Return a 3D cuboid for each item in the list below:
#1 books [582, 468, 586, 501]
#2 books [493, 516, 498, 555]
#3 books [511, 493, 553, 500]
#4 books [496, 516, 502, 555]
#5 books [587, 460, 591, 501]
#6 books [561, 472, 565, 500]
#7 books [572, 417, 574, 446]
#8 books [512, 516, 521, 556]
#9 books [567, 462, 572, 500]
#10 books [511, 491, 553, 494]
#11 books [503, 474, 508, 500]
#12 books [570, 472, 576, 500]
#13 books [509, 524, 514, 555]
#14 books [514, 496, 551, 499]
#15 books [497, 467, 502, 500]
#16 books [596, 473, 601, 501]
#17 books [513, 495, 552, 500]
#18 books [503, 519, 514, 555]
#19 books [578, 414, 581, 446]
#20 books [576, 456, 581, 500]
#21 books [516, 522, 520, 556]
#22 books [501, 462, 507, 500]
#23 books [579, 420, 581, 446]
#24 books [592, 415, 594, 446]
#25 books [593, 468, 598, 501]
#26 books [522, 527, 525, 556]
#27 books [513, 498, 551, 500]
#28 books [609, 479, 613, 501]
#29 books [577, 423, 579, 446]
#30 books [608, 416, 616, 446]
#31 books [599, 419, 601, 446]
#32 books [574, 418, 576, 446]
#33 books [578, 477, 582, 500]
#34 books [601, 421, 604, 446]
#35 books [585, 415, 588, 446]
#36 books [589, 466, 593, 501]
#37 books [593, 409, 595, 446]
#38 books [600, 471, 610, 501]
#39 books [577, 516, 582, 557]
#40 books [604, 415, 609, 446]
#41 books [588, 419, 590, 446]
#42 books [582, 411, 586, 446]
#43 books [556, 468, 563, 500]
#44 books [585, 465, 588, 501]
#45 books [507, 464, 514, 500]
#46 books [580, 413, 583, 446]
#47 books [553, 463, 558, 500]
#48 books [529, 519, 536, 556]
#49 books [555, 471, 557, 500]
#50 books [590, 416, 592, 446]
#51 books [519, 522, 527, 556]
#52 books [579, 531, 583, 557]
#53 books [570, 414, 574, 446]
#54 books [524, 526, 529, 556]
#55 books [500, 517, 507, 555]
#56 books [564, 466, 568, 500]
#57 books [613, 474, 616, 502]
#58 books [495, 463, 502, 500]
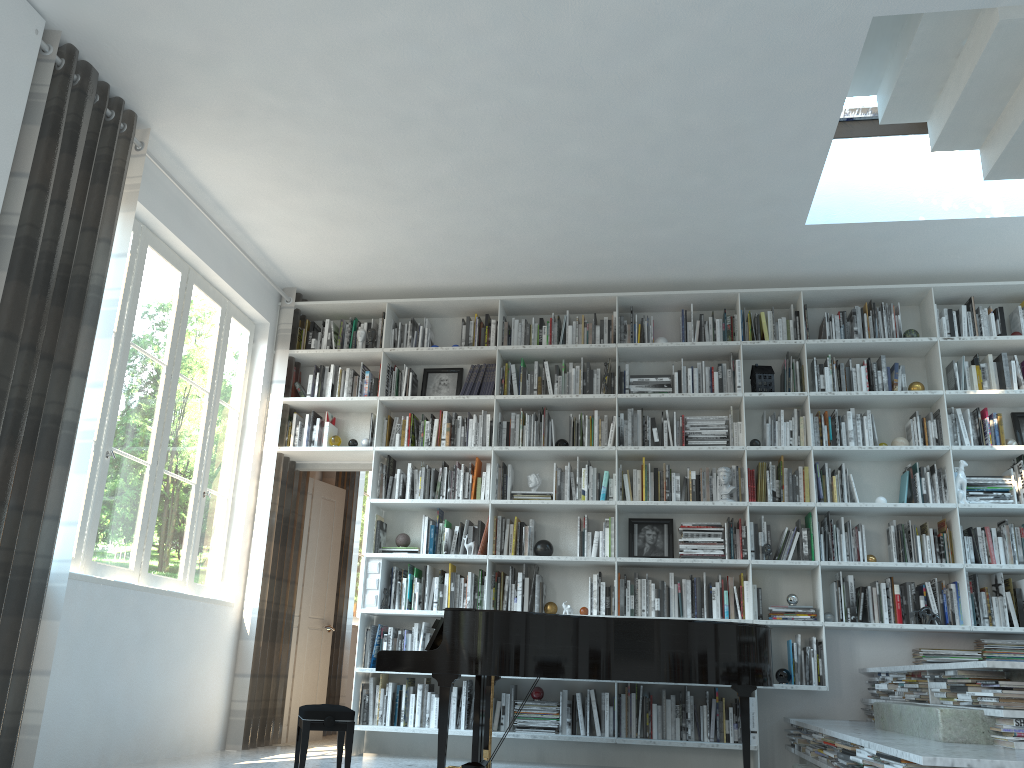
[{"bbox_3d":[0.498,0.716,6.076,0.028,0.246,0.170,-1,-18,9],"label":"books"},{"bbox_3d":[-0.107,1.059,6.081,0.012,0.284,0.160,-1,-18,9],"label":"books"},{"bbox_3d":[0.145,0.777,6.126,0.285,0.012,0.160,-1,-19,11],"label":"books"},{"bbox_3d":[-0.079,1.056,6.067,0.025,0.283,0.146,-1,-18,9],"label":"books"},{"bbox_3d":[0.530,0.689,6.078,0.011,0.299,0.179,-1,-18,9],"label":"books"},{"bbox_3d":[0.360,0.734,6.117,0.024,0.226,0.138,-1,-18,9],"label":"books"},{"bbox_3d":[0.428,0.368,6.195,0.005,0.239,0.174,-1,-18,9],"label":"books"},{"bbox_3d":[0.029,1.053,6.029,0.026,0.273,0.190,-1,-18,9],"label":"books"},{"bbox_3d":[0.397,0.697,6.095,0.012,0.285,0.168,-1,-18,9],"label":"books"},{"bbox_3d":[0.145,0.764,6.125,0.285,0.012,0.160,1,-18,5],"label":"books"},{"bbox_3d":[-0.038,0.746,6.172,0.034,0.209,0.137,-1,-18,9],"label":"books"},{"bbox_3d":[0.428,0.731,6.096,0.048,0.224,0.150,-1,-18,9],"label":"books"},{"bbox_3d":[0.006,1.082,6.046,0.025,0.227,0.153,-1,-18,9],"label":"books"},{"bbox_3d":[0.143,0.798,6.112,0.254,0.012,0.161,1,-18,4],"label":"books"},{"bbox_3d":[-0.077,0.721,6.179,0.024,0.256,0.134,-1,-18,9],"label":"books"},{"bbox_3d":[0.595,0.734,6.076,0.026,0.218,0.150,-1,-18,9],"label":"books"},{"bbox_3d":[0.144,0.788,6.120,0.254,0.012,0.161,0,-18,6],"label":"books"},{"bbox_3d":[-0.024,1.065,6.053,0.036,0.262,0.167,-1,-18,9],"label":"books"},{"bbox_3d":[0.477,0.362,6.213,0.009,0.266,0.150,-1,-18,9],"label":"books"},{"bbox_3d":[0.457,0.678,6.099,0.010,0.328,0.174,-1,-18,9],"label":"books"},{"bbox_3d":[0.052,1.074,6.041,0.014,0.243,0.153,-1,-18,9],"label":"books"},{"bbox_3d":[-0.057,0.708,6.199,0.011,0.297,0.136,-1,-18,9],"label":"books"},{"bbox_3d":[0.479,0.375,6.174,0.006,0.215,0.181,-1,-18,9],"label":"books"},{"bbox_3d":[0.569,0.362,6.180,0.006,0.252,0.181,-1,-18,9],"label":"books"},{"bbox_3d":[0.572,0.717,6.085,0.022,0.255,0.152,-1,-18,9],"label":"books"},{"bbox_3d":[0.090,1.089,6.026,0.011,0.207,0.180,-1,-18,9],"label":"books"},{"bbox_3d":[0.143,0.811,6.111,0.254,0.012,0.161,1,-18,5],"label":"books"},{"bbox_3d":[0.679,0.749,6.051,0.027,0.180,0.142,-1,-18,9],"label":"books"},{"bbox_3d":[0.464,0.391,6.196,0.011,0.199,0.163,-1,-18,9],"label":"books"},{"bbox_3d":[0.696,0.362,6.136,0.064,0.236,0.209,-1,-18,9],"label":"books"},{"bbox_3d":[0.618,0.376,6.178,0.011,0.229,0.166,-1,-18,9],"label":"books"},{"bbox_3d":[0.444,0.367,6.183,0.005,0.235,0.179,-1,-18,9],"label":"books"},{"bbox_3d":[0.474,0.749,6.089,0.025,0.188,0.140,-1,-18,9],"label":"books"},{"bbox_3d":[0.635,0.383,6.173,0.024,0.215,0.142,-1,-18,9],"label":"books"},{"bbox_3d":[0.526,0.361,6.169,0.013,0.243,0.189,-1,-18,9],"label":"books"},{"bbox_3d":[0.547,0.709,6.070,0.023,0.259,0.171,-1,-18,9],"label":"books"},{"bbox_3d":[0.576,0.338,6.189,0.006,0.302,0.166,-1,-18,9],"label":"books"},{"bbox_3d":[0.634,0.722,6.048,0.060,0.226,0.179,-1,-18,9],"label":"books"},{"bbox_3d":[0.455,1.049,5.983,0.012,0.284,0.160,-1,-18,9],"label":"books"},{"bbox_3d":[0.657,0.360,6.167,0.022,0.256,0.155,-1,-18,9],"label":"books"},{"bbox_3d":[0.543,0.376,6.200,0.011,0.235,0.131,-1,-18,9],"label":"books"},{"bbox_3d":[0.509,0.352,6.211,0.033,0.286,0.155,-1,-18,9],"label":"books"},{"bbox_3d":[0.329,0.716,6.098,0.030,0.246,0.175,-1,-18,9],"label":"books"},{"bbox_3d":[0.517,0.704,6.066,0.012,0.264,0.193,-1,-18,9],"label":"books"},{"bbox_3d":[-0.010,0.711,6.173,0.021,0.277,0.137,-1,-18,9],"label":"books"},{"bbox_3d":[0.489,0.354,6.202,0.005,0.274,0.157,-1,-18,9],"label":"books"},{"bbox_3d":[0.300,0.700,6.113,0.012,0.284,0.160,-1,-18,9],"label":"books"},{"bbox_3d":[0.140,1.065,6.038,0.028,0.265,0.145,-1,-18,9],"label":"books"},{"bbox_3d":[0.312,0.729,6.116,0.010,0.231,0.155,-1,-18,9],"label":"books"},{"bbox_3d":[0.554,0.364,6.189,0.017,0.252,0.140,-1,-18,9],"label":"books"},{"bbox_3d":[0.075,1.077,6.054,0.028,0.247,0.143,-1,-18,9],"label":"books"},{"bbox_3d":[0.471,1.095,5.961,0.025,0.185,0.154,-1,-18,9],"label":"books"},{"bbox_3d":[0.420,0.360,6.228,0.012,0.275,0.129,-1,-18,9],"label":"books"},{"bbox_3d":[0.109,1.084,6.021,0.028,0.215,0.175,-1,-18,9],"label":"books"},{"bbox_3d":[-0.053,1.062,6.067,0.026,0.274,0.155,-1,-18,9],"label":"books"},{"bbox_3d":[0.381,0.710,6.106,0.022,0.266,0.152,-1,-18,9],"label":"books"},{"bbox_3d":[0.706,0.733,6.054,0.026,0.216,0.127,-1,-18,9],"label":"books"},{"bbox_3d":[-0.093,0.710,6.192,0.012,0.284,0.160,-1,-18,9],"label":"books"}]
